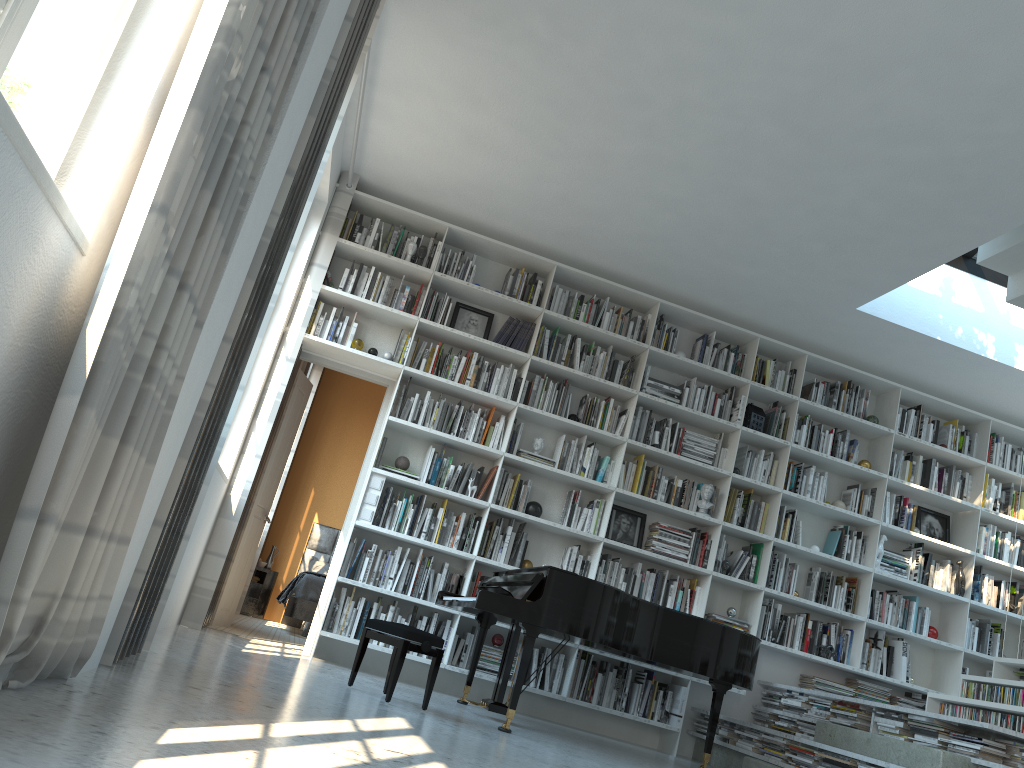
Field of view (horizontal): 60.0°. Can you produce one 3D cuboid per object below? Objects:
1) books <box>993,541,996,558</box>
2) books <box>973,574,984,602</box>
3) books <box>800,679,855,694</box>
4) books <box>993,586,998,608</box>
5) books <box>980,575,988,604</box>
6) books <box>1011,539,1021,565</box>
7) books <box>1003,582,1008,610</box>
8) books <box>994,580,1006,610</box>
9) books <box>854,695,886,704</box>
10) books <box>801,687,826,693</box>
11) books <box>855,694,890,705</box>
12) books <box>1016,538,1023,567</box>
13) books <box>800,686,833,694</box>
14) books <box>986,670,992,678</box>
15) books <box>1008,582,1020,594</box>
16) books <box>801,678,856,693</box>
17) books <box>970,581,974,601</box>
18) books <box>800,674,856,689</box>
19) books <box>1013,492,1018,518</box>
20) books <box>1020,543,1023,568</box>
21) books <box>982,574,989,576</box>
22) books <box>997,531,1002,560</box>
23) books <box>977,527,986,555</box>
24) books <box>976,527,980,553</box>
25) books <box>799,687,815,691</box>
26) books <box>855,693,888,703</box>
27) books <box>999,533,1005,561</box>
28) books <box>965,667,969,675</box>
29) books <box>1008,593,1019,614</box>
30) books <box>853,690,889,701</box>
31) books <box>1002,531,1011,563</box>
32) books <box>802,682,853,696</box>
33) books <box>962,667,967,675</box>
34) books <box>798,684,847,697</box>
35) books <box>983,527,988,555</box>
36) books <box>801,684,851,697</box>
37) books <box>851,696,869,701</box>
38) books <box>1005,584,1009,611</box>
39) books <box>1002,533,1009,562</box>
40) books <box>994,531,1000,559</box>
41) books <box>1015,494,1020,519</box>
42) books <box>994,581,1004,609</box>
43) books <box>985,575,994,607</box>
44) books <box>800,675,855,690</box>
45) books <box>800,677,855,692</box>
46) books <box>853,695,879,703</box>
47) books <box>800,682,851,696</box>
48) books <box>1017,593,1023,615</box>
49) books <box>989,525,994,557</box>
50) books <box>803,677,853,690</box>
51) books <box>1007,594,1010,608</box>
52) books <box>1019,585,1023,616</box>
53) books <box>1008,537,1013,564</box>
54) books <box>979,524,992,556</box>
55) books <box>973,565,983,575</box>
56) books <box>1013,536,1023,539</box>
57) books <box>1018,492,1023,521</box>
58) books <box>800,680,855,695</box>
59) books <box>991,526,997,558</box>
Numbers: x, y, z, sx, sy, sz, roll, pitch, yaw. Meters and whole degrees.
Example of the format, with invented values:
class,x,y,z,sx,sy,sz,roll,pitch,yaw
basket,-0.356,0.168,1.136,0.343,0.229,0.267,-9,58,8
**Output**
class,x,y,z,sx,sy,sz,roll,pitch,yaw
books,3.810,1.350,7.123,0.027,0.179,0.157,18,-16,-9
books,3.637,1.627,6.999,0.022,0.242,0.171,18,-16,-9
books,2.328,2.238,6.559,0.346,0.007,0.194,18,-16,-7
books,3.760,1.694,7.012,0.023,0.188,0.170,18,-16,-9
books,3.671,1.637,7.004,0.026,0.245,0.181,18,-16,-9
books,4.002,1.375,7.146,0.045,0.244,0.177,18,-16,-9
books,3.876,1.707,7.062,0.012,0.253,0.161,18,-16,-9
books,3.838,1.689,7.049,0.029,0.258,0.172,18,-16,-9
books,2.638,2.347,6.613,0.254,0.007,0.161,18,-16,-8
books,2.311,2.284,6.539,0.308,0.008,0.195,17,-16,-5
books,2.642,2.339,6.606,0.285,0.007,0.160,20,-17,-14
books,4.033,1.381,7.159,0.023,0.257,0.184,18,-16,-9
books,2.312,2.278,6.546,0.308,0.008,0.195,18,-16,-7
books,3.682,2.344,6.790,0.012,0.284,0.160,18,-16,-9
books,3.958,1.720,7.073,0.026,0.277,0.170,18,-16,-9
books,2.332,2.229,6.553,0.346,0.007,0.194,20,-17,-14
books,3.588,1.622,7.017,0.066,0.236,0.144,18,-16,-9
books,2.337,2.203,6.569,0.346,0.007,0.194,18,-16,-7
books,4.012,0.994,7.170,0.012,0.237,0.166,18,-16,-9
books,4.082,1.413,7.185,0.028,0.236,0.146,18,-16,-9
books,3.694,1.638,7.021,0.022,0.264,0.157,18,-16,-9
books,3.859,1.319,7.137,0.025,0.270,0.153,18,-16,-9
books,3.695,1.270,7.086,0.023,0.247,0.182,18,-16,-9
books,3.666,1.268,7.109,0.026,0.249,0.161,18,-16,-9
books,2.310,2.290,6.534,0.346,0.007,0.194,17,-16,-4
books,2.641,2.335,6.616,0.254,0.007,0.161,18,-16,-8
books,3.883,1.330,7.131,0.024,0.258,0.156,18,-16,-9
books,3.379,2.262,6.714,0.030,0.237,0.152,18,-16,-9
books,3.929,1.751,7.029,0.024,0.180,0.191,18,-16,-9
books,2.644,2.323,6.623,0.285,0.007,0.160,18,-17,-9
books,3.932,1.334,7.144,0.030,0.283,0.166,18,-16,-9
books,2.326,2.250,6.548,0.308,0.008,0.195,17,-16,-4
books,3.358,2.257,6.708,0.014,0.233,0.183,18,-16,-9
books,2.315,2.272,6.549,0.346,0.007,0.194,19,-17,-11
books,3.728,1.280,7.103,0.026,0.255,0.174,18,-16,-9
books,2.319,2.263,6.543,0.308,0.008,0.195,20,-17,-14
books,2.636,2.359,6.603,0.254,0.007,0.161,19,-17,-13
books,3.892,1.716,7.068,0.025,0.248,0.134,18,-16,-9
books,3.906,1.335,7.132,0.022,0.262,0.173,18,-16,-9
books,3.842,1.316,7.124,0.013,0.259,0.158,18,-16,-9
books,4.024,1.003,7.161,0.013,0.221,0.175,18,-16,-9
books,3.815,1.685,7.033,0.022,0.246,0.181,18,-16,-9
books,3.733,1.649,7.015,0.056,0.260,0.177,18,-16,-9
books,2.335,2.210,6.567,0.346,0.007,0.194,19,-17,-11
books,2.332,2.224,6.563,0.346,0.007,0.194,18,-16,-7
books,2.637,2.352,6.604,0.285,0.007,0.160,19,-17,-13
books,2.318,2.259,6.558,0.308,0.008,0.195,18,-17,-9
books,4.006,1.767,7.062,0.089,0.216,0.167,18,-16,-9
books,3.792,1.284,7.131,0.022,0.296,0.162,18,-16,-9
books,2.334,2.217,6.565,0.308,0.008,0.195,18,-16,-7
books,3.905,1.742,7.068,0.014,0.206,0.138,18,-16,-9
books,4.054,1.743,7.080,0.072,0.290,0.169,18,-16,-9
books,3.971,1.366,7.162,0.012,0.253,0.161,18,-16,-9
books,3.754,1.269,7.097,0.014,0.284,0.186,18,-16,-9
books,3.659,1.600,7.030,0.012,0.321,0.142,18,-16,-9
books,4.065,1.380,7.187,0.024,0.291,0.132,18,-16,-9
books,4.046,1.007,7.189,0.042,0.241,0.248,18,-16,-9
books,2.327,2.244,6.555,0.346,0.007,0.194,19,-17,-12
books,3.810,1.289,7.122,0.012,0.292,0.166,18,-16,-9
